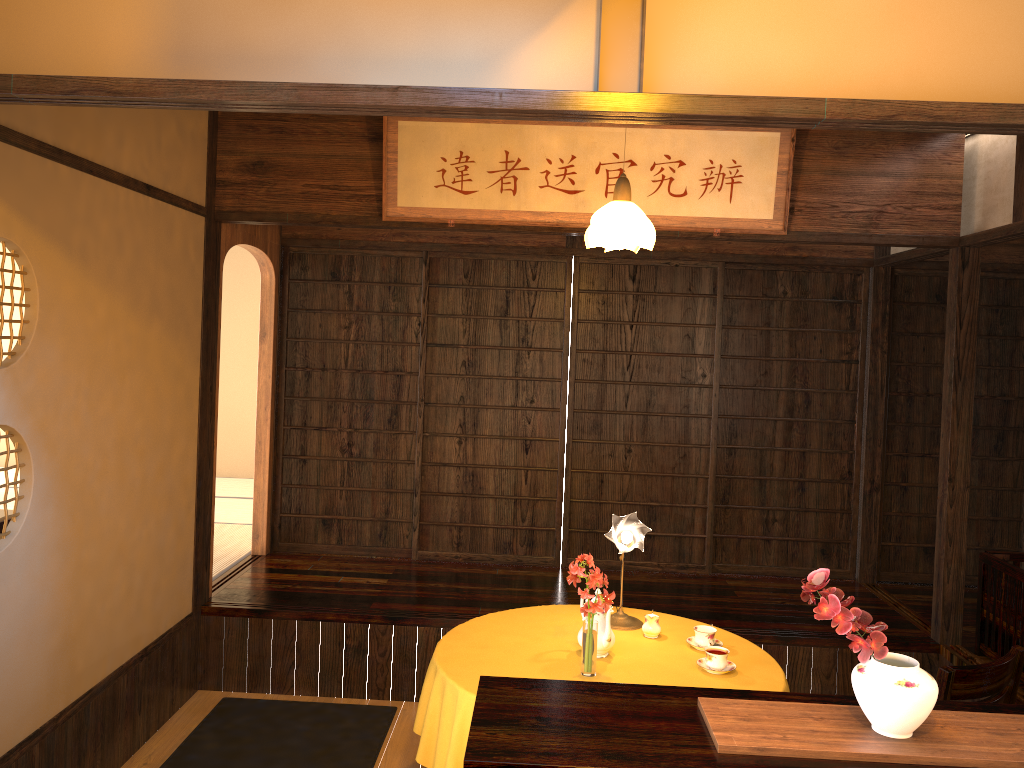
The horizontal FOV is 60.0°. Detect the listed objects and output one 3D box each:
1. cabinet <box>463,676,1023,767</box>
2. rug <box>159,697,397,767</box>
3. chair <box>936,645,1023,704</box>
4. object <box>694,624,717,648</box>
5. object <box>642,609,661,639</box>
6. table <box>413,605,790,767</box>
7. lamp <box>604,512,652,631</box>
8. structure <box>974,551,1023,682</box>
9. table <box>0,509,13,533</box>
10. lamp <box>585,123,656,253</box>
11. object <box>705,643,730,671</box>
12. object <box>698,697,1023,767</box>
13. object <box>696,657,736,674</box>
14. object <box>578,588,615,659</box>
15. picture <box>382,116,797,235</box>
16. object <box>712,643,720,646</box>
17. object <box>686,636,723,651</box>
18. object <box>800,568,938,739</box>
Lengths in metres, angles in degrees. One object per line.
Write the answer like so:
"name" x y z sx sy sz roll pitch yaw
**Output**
"cabinet" 0.976 1.328 2.119 2.186 0.970 0.489 2 1 2
"rug" -1.082 1.687 3.044 0.901 0.005 2.957 2 3 2
"chair" 1.311 1.310 2.957 0.491 0.959 0.578 1 2 -33
"object" 0.768 1.001 3.510 0.099 0.076 0.090 2 2 -13
"object" 0.570 0.983 3.629 0.078 0.098 0.083 1 2 -29
"table" 0.351 1.382 3.389 1.443 0.695 1.445 2 2 2
"lamp" 0.459 1.113 3.790 0.198 1.202 0.512 2 1 2
"structure" 2.554 1.109 3.780 0.597 0.499 1.198 2 2 2
"table" -3.714 0.962 5.642 0.600 0.118 1.201 2 3 2
"lamp" 0.422 -0.910 3.347 0.277 0.810 0.249 3 1 24
"object" 0.756 1.012 3.271 0.090 0.076 0.099 3 2 27
"object" 0.965 0.833 2.101 0.997 0.020 0.267 2 3 2
"object" 0.753 1.044 3.268 0.144 0.024 0.144 0 3 -38
"object" 0.322 0.907 3.398 0.154 0.252 0.163 3 2 15
"picture" 0.368 -1.071 4.436 2.044 0.565 0.117 2 1 2
"object" 0.808 1.025 3.534 0.029 0.019 0.126 2 3 5
"object" 0.762 1.033 3.509 0.144 0.024 0.144 0 3 -38
"object" 0.842 0.628 2.108 0.321 0.378 0.189 3 1 11
